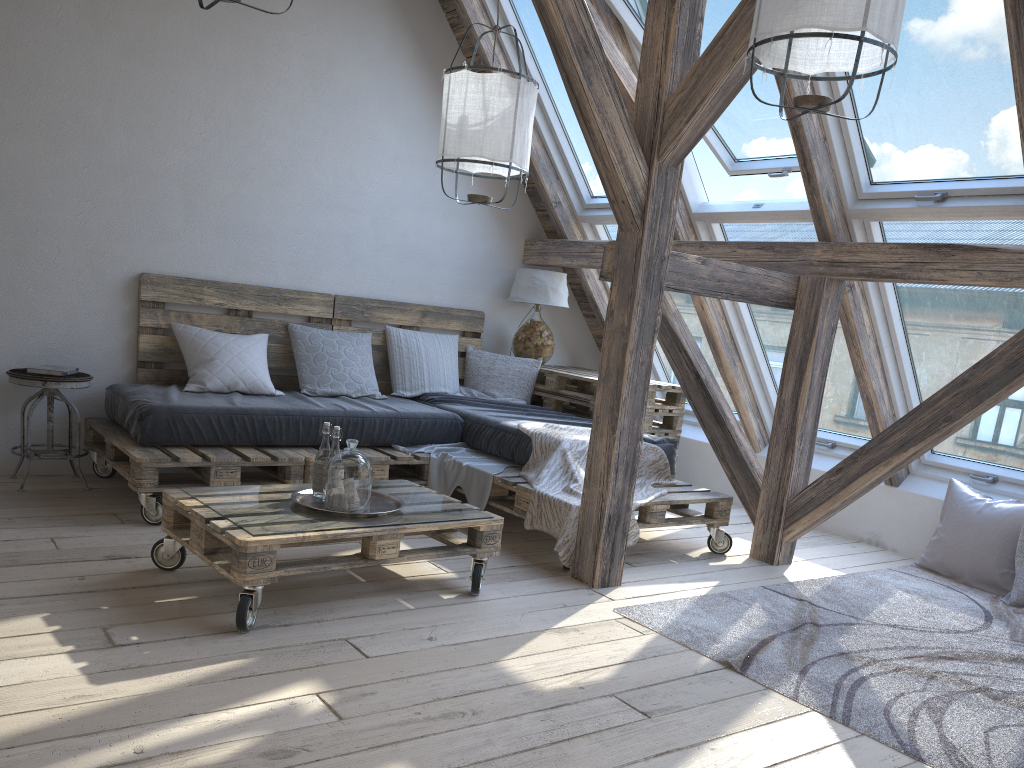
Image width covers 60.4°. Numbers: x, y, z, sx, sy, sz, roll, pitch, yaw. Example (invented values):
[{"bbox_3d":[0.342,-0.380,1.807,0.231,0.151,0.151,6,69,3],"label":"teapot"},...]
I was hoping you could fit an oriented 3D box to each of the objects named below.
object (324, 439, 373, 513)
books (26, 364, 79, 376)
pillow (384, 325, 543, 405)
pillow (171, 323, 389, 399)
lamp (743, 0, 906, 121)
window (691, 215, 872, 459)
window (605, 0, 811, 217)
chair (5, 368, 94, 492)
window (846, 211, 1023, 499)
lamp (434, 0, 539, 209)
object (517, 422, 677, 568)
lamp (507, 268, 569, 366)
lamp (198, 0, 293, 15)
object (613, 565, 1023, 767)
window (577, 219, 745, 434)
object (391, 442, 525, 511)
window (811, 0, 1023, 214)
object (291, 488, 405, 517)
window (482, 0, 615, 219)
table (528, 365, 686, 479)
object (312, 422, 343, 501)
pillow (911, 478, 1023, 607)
[{"bbox_3d":[-0.551,0.309,2.988,0.155,0.252,0.154,10,10,21],"label":"object"},{"bbox_3d":[-2.063,-0.063,3.957,0.150,0.022,0.201,6,5,-8],"label":"books"},{"bbox_3d":[-0.304,-0.103,5.261,0.970,0.408,0.378,4,9,-21],"label":"pillow"},{"bbox_3d":[-1.168,-0.133,4.582,1.130,0.362,0.344,3,9,-37],"label":"pillow"},{"bbox_3d":[0.914,-1.412,2.343,0.395,1.333,0.403,12,12,28],"label":"lamp"},{"bbox_3d":[1.557,-0.242,4.715,1.096,1.304,0.838,0,11,-37],"label":"window"},{"bbox_3d":[0.931,-1.470,3.907,1.350,1.304,0.838,1,11,-37],"label":"window"},{"bbox_3d":[-2.112,0.204,4.024,0.354,0.532,0.346,0,11,-33],"label":"chair"},{"bbox_3d":[2.097,-0.120,4.002,1.096,1.304,0.838,0,11,-37],"label":"window"},{"bbox_3d":[-0.056,-1.526,3.629,0.400,1.550,0.398,7,11,4],"label":"lamp"},{"bbox_3d":[0.449,0.498,3.968,0.812,0.483,0.990,6,6,-7],"label":"object"},{"bbox_3d":[-0.054,-0.087,5.688,0.811,1.312,0.386,14,13,37],"label":"lamp"},{"bbox_3d":[-0.708,-1.552,2.212,0.407,1.107,0.391,7,11,4],"label":"lamp"},{"bbox_3d":[2.169,1.057,2.625,2.188,0.057,3.129,3,6,-37],"label":"object"},{"bbox_3d":[1.016,-0.364,5.429,1.096,1.304,0.838,0,11,-37],"label":"window"},{"bbox_3d":[-0.227,0.467,4.419,0.699,0.283,0.502,11,8,37],"label":"object"},{"bbox_3d":[1.434,-1.350,3.165,1.096,1.304,0.838,0,11,-37],"label":"window"},{"bbox_3d":[-0.575,0.416,3.096,0.396,0.022,0.387,5,5,-17],"label":"object"},{"bbox_3d":[0.353,-1.594,4.593,1.096,1.304,0.838,0,11,-37],"label":"window"},{"bbox_3d":[0.465,0.287,5.543,0.674,0.716,0.998,0,9,-37],"label":"table"},{"bbox_3d":[-0.647,0.275,3.114,0.071,0.273,0.151,-2,13,-37],"label":"object"},{"bbox_3d":[2.396,0.765,3.960,0.434,0.535,1.115,-2,10,-45],"label":"pillow"}]
